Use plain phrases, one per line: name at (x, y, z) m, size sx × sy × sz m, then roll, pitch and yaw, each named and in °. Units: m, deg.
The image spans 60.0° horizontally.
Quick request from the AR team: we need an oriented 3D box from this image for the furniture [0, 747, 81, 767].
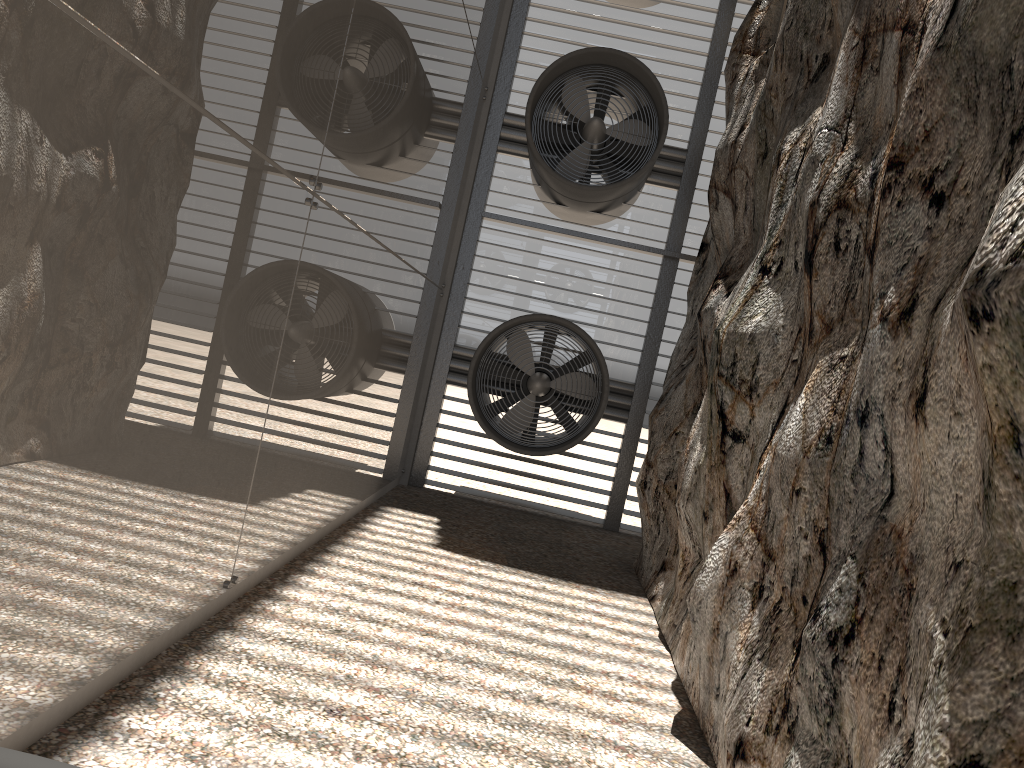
furniture at (-1.496, 1.076, 1.497) m, size 0.595 × 0.796 × 2.153 m, roll 12°, pitch 1°, yaw 3°
